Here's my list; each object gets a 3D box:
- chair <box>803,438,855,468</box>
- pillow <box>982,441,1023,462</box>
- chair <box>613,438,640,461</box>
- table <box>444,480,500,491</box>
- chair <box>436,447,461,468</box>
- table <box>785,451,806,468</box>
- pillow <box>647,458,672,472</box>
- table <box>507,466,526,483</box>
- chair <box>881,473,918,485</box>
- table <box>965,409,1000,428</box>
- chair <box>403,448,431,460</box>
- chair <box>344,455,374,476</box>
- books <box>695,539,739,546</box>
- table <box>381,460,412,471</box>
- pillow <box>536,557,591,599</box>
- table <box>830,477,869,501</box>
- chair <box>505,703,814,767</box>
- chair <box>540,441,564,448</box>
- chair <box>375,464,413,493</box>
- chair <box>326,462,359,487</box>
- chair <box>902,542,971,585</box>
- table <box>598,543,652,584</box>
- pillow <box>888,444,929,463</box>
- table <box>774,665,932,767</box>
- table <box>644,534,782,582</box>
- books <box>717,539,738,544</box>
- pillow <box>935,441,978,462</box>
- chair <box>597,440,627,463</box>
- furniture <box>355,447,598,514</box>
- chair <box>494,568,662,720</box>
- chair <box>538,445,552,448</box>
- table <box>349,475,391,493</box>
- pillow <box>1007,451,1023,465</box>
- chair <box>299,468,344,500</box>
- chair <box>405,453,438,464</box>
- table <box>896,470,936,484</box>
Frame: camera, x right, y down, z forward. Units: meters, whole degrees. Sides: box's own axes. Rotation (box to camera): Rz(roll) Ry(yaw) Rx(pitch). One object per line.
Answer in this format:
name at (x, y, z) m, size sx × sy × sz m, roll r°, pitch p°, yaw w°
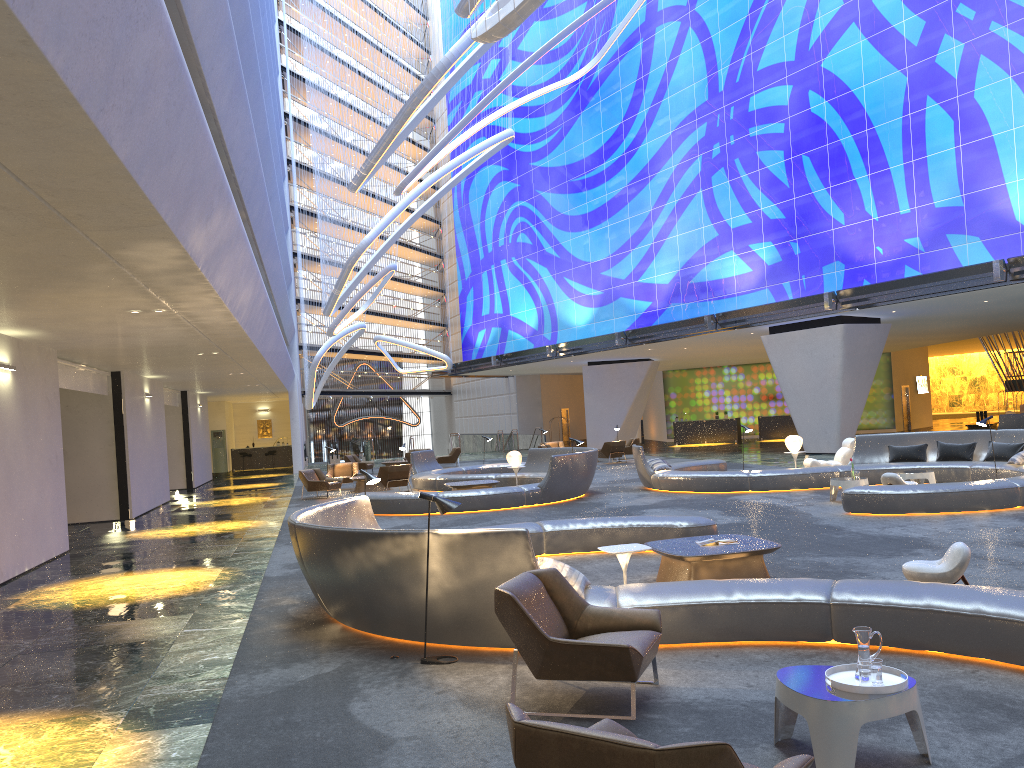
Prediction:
chair at (7.006, 1.648, 19.336) m, size 1.157 × 0.882 × 0.729 m, roll -4°, pitch -1°, yaw 7°
pillow at (9.050, 1.243, 16.298) m, size 0.315 × 0.386 × 0.785 m, roll -3°, pitch -2°, yaw -21°
chair at (4.072, 2.340, 31.715) m, size 0.938 × 0.766 × 0.930 m, roll -4°, pitch -1°, yaw -4°
table at (-0.896, 2.406, 19.871) m, size 1.202 × 0.392 × 1.204 m, roll -3°, pitch -2°, yaw -12°
chair at (-2.409, 2.817, 33.544) m, size 0.938 × 0.766 × 0.930 m, roll -3°, pitch -1°, yaw -11°
table at (6.407, 1.836, 20.048) m, size 0.417 × 0.595 × 0.428 m, roll -3°, pitch -1°, yaw -38°
pillow at (3.207, 1.783, 19.687) m, size 0.692 × 0.262 × 0.878 m, roll -3°, pitch -2°, yaw -4°
table at (0.117, 2.275, 21.165) m, size 0.418 × 0.595 × 0.428 m, roll -3°, pitch -1°, yaw -13°
chair at (6.799, 1.699, 15.145) m, size 0.586 × 0.501 × 1.783 m, roll -5°, pitch -2°, yaw 41°
table at (21.366, 1.569, 40.288) m, size 1.243 × 0.727 × 2.305 m, roll -5°, pitch -2°, yaw 35°
chair at (-3.672, 2.939, 34.706) m, size 0.930 × 0.766 × 0.938 m, roll -4°, pitch -1°, yaw 14°
chair at (-5.643, 2.990, 32.687) m, size 0.939 × 0.766 × 0.929 m, roll -4°, pitch -1°, yaw 12°
books at (2.101, 1.611, 9.088) m, size 0.395 × 0.039 × 0.301 m, roll -4°, pitch -2°, yaw 1°
table at (-4.277, 3.106, 33.289) m, size 1.203 × 0.392 × 1.203 m, roll -4°, pitch -2°, yaw 5°
pillow at (0.282, 1.509, 7.004) m, size 0.878 × 0.262 × 0.692 m, roll -5°, pitch -2°, yaw 40°
table at (5.659, 1.814, 15.011) m, size 0.672 × 0.406 × 0.673 m, roll -5°, pitch -2°, yaw 39°
chair at (0.527, 1.535, 3.295) m, size 0.930 × 0.766 × 0.938 m, roll -5°, pitch -2°, yaw 37°
chair at (1.537, 2.545, 32.949) m, size 0.929 × 0.766 × 0.939 m, roll -3°, pitch -1°, yaw -7°
chair at (-3.078, 2.475, 22.954) m, size 0.928 × 0.766 × 0.940 m, roll -3°, pitch -1°, yaw -29°
chair at (-4.913, 2.693, 25.756) m, size 0.929 × 0.766 × 0.939 m, roll -3°, pitch -1°, yaw -7°
chair at (3.695, 1.625, 7.666) m, size 0.587 × 0.501 × 0.491 m, roll -4°, pitch -1°, yaw 22°
table at (0.999, 1.735, 7.793) m, size 0.417 × 0.595 × 0.428 m, roll -3°, pitch -1°, yaw -16°
pillow at (7.833, 1.384, 17.555) m, size 0.770 × 0.369 × 0.295 m, roll -5°, pitch -1°, yaw 32°
table at (1.684, 1.683, 4.468) m, size 0.670 × 0.406 × 0.674 m, roll -3°, pitch -2°, yaw -16°
table at (2.033, 1.828, 9.031) m, size 1.202 × 0.392 × 1.204 m, roll -3°, pitch -2°, yaw -12°
books at (2.201, 1.610, 9.069) m, size 0.133 × 0.012 × 0.189 m, roll -3°, pitch -2°, yaw -23°
pillow at (8.532, 1.299, 17.065) m, size 0.281 × 0.417 × 0.760 m, roll -3°, pitch -2°, yaw -44°
chair at (3.372, 2.327, 30.147) m, size 0.928 × 0.766 × 0.940 m, roll -3°, pitch -1°, yaw -29°
furniture at (-0.477, 2.143, 21.998) m, size 5.186 × 0.969 × 9.931 m, roll -4°, pitch -2°, yaw 4°
chair at (0.438, 1.626, 5.648) m, size 0.939 × 0.766 × 0.929 m, roll -4°, pitch -1°, yaw 21°
chair at (1.429, 2.460, 30.414) m, size 0.939 × 0.766 × 0.929 m, roll -4°, pitch -1°, yaw 21°
table at (-3.902, 2.770, 24.658) m, size 1.202 × 0.392 × 1.204 m, roll -3°, pitch -2°, yaw -13°
pillow at (9.007, 1.258, 15.333) m, size 0.878 × 0.262 × 0.692 m, roll -5°, pitch -3°, yaw 43°
chair at (-5.020, 2.608, 23.222) m, size 0.939 × 0.766 × 0.929 m, roll -4°, pitch -1°, yaw 21°
chair at (-3.278, 2.808, 31.783) m, size 0.930 × 0.766 × 0.938 m, roll -5°, pitch -2°, yaw 39°
table at (7.052, 1.747, 15.605) m, size 0.673 × 0.406 × 0.671 m, roll -4°, pitch -2°, yaw 7°
